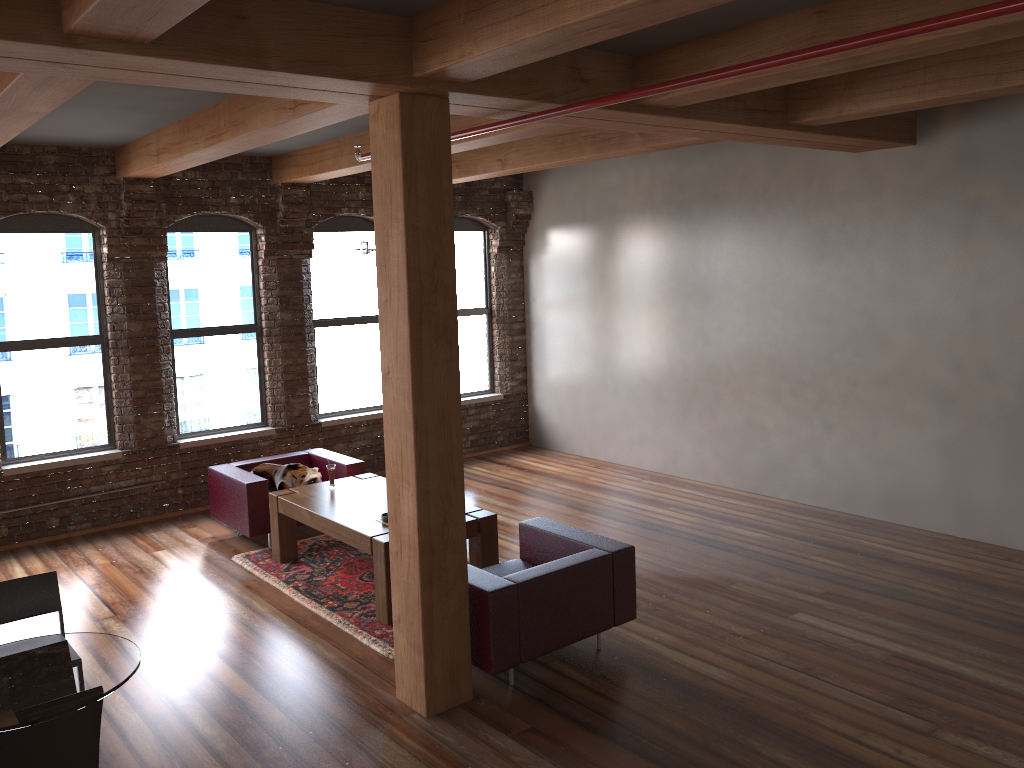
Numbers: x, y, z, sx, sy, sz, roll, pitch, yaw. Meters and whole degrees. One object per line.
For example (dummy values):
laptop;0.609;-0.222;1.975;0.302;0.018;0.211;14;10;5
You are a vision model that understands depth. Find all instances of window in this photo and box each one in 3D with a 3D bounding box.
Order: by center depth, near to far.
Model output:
window;-4.013;-0.386;7.729;0.971;2.206;0.236;-6;7;-38
window;-2.870;-0.548;8.641;0.971;2.206;0.236;-6;7;-38
window;-1.728;-0.711;9.553;0.971;2.206;0.236;-6;7;-38
window;-0.586;-0.873;10.465;0.971;2.206;0.236;-6;7;-38

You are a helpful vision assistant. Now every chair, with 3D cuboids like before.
chair;-2.010;1.347;3.655;0.431;0.977;0.467;-6;7;-38
chair;0.045;1.260;5.201;1.073;0.590;0.867;-8;9;-38
chair;-1.950;0.987;7.718;1.073;0.590;0.867;-8;9;-38

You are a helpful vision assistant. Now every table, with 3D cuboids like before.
table;-1.636;1.452;3.053;0.722;0.920;0.724;-3;6;-14
table;-0.988;1.141;6.518;0.902;0.547;1.754;-7;9;-38

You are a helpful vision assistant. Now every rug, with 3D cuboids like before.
rug;-0.944;1.414;6.511;1.347;0.009;2.468;-8;10;-38

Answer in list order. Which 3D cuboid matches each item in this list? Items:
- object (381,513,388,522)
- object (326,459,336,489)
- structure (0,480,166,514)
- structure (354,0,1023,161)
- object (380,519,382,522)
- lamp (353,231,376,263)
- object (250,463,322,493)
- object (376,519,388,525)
object;-0.835;0.905;6.003;0.099;0.043;0.099;-4;7;-12
object;-1.418;0.702;6.967;0.076;0.231;0.095;-2;6;-6
structure;-8.603;1.586;3.962;1.636;0.312;13.750;5;11;44
structure;1.028;-1.340;3.618;0.051;0.111;6.824;-6;9;-38
object;-0.638;0.916;6.039;0.472;0.003;0.333;-8;10;-38
lamp;-0.915;-1.422;7.302;0.809;0.811;0.813;-2;6;2
object;-1.929;0.829;7.567;0.755;0.295;0.366;1;7;23
object;-0.638;0.916;6.040;0.470;0.001;0.353;-8;10;-38
